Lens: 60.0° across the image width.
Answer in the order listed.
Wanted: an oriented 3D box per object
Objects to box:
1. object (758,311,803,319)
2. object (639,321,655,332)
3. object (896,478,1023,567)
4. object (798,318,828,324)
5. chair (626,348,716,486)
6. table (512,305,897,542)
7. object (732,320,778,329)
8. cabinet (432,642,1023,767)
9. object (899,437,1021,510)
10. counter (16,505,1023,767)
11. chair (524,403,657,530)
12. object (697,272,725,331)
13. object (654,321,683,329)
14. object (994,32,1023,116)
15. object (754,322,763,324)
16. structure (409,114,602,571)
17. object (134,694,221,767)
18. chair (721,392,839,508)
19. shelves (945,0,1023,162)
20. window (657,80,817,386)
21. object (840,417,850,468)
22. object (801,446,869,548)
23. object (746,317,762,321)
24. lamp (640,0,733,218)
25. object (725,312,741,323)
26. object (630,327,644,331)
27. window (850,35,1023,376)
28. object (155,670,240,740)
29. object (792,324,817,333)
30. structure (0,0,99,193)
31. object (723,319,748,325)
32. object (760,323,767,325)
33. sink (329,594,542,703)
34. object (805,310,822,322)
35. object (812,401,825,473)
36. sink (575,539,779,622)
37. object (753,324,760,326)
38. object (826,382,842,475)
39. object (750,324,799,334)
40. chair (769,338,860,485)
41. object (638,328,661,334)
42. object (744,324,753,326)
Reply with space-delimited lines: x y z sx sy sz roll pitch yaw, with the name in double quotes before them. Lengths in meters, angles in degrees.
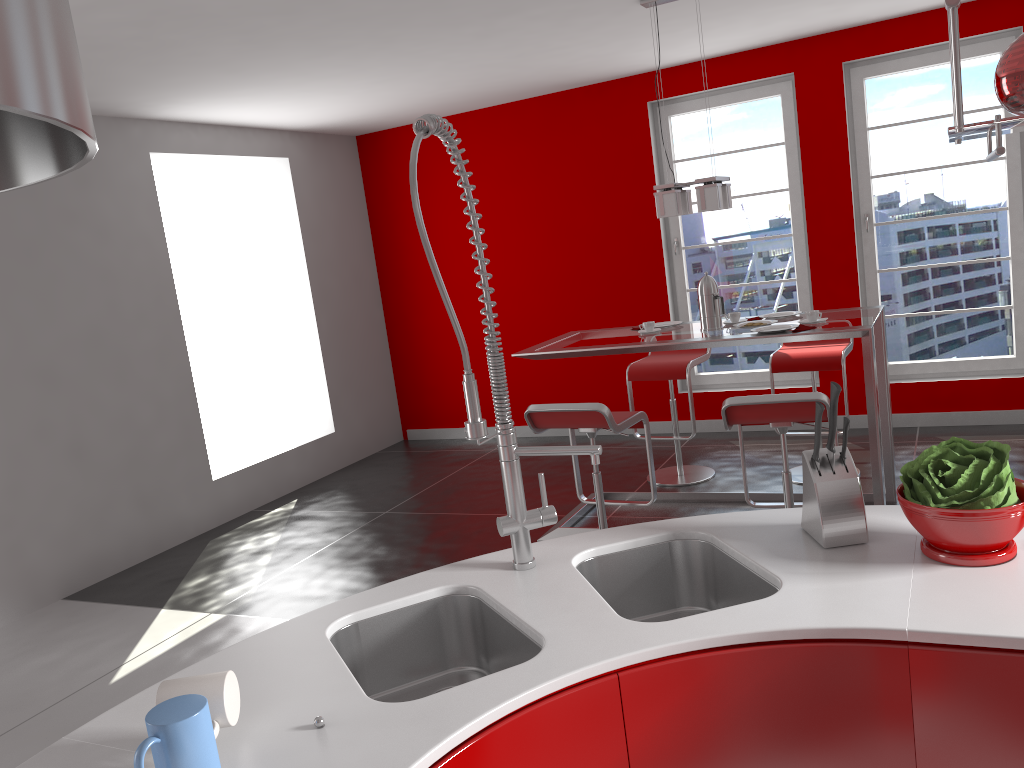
"object" 1.368 -0.348 4.517 0.217 0.015 0.217 -7 9 3
"object" 0.707 -0.296 4.610 0.062 0.049 0.078 -15 12 -39
"object" 0.833 0.251 1.627 0.229 0.118 0.228 -8 9 -1
"object" 1.402 -0.292 4.134 0.119 0.016 0.119 -16 12 -42
"chair" 1.001 0.148 5.442 0.418 0.857 0.460 -2 11 34
"table" 0.996 0.218 4.541 1.700 1.000 0.800 -3 10 27
"object" 1.178 -0.287 4.294 0.217 0.015 0.217 -12 10 -25
"cabinet" 0.699 0.829 1.102 1.875 0.761 1.025 -11 9 -17
"object" 0.816 0.199 1.622 0.198 0.182 0.193 -2 11 32
"counter" 0.482 0.865 1.266 2.865 0.880 1.868 -13 10 -28
"chair" 0.379 0.462 3.994 0.418 0.857 0.460 -2 10 32
"object" 0.988 -0.412 4.374 0.149 0.287 0.113 -2 11 35
"object" 0.816 -0.316 4.791 0.217 0.015 0.217 -15 11 -38
"object" 0.867 -0.555 1.377 0.213 0.266 0.213 -14 11 -34
"object" 1.191 -0.293 4.295 0.034 0.006 0.036 -12 10 -25
"structure" -0.020 -0.059 1.733 0.308 0.920 0.178 -11 9 -19
"object" -0.441 0.485 1.177 0.080 0.100 0.109 -8 9 0
"chair" 1.120 0.420 3.610 0.418 0.857 0.460 -4 10 22
"shelves" 1.089 -0.895 1.213 0.934 1.023 0.462 -3 10 27
"window" 1.589 -1.008 6.290 0.938 2.038 0.117 -3 10 27
"object" 0.659 0.156 1.760 0.009 0.197 0.091 -8 9 -2
"object" 0.642 0.218 1.788 0.091 0.178 0.137 -8 9 0
"object" 1.246 -0.340 4.583 0.095 0.012 0.234 -4 10 26
"lamp" 0.831 -1.339 4.270 0.304 1.025 0.304 -3 10 27
"object" 1.128 -0.338 4.511 0.062 0.049 0.078 -11 10 -22
"object" 0.695 -0.307 4.857 0.095 0.012 0.234 -4 10 26
"window" 2.746 -1.074 5.700 0.938 2.038 0.117 -3 10 27
"object" -0.465 0.477 1.305 0.100 0.080 0.109 -8 9 -3
"object" 1.315 -0.252 3.967 0.095 0.012 0.234 -3 10 27
"structure" -0.642 -0.567 0.418 0.644 0.958 0.644 -9 9 -6
"object" 1.135 -0.314 4.508 0.119 0.016 0.119 -4 10 24
"object" 1.212 -0.287 4.274 0.036 0.006 0.034 -6 9 11
"sink" -0.134 0.555 1.608 0.326 0.172 0.428 -12 10 -23
"object" 1.406 -0.316 4.127 0.078 0.049 0.062 -3 10 27
"object" 0.606 0.166 1.761 0.012 0.279 0.130 -8 9 -2
"sink" 0.322 0.469 1.754 0.326 0.172 0.428 -10 9 -12
"object" 1.173 -0.285 4.257 0.034 0.006 0.036 -5 9 15
"object" 0.631 0.148 1.749 0.014 0.322 0.150 -8 9 -2
"object" 1.195 -0.248 4.034 0.217 0.015 0.217 -12 10 -26
"chair" 1.745 0.102 5.084 0.418 0.857 0.460 -3 10 29
"object" 0.715 -0.272 4.608 0.119 0.016 0.119 -7 9 7
"object" 1.145 -0.286 4.289 0.034 0.006 0.036 -15 11 -38
